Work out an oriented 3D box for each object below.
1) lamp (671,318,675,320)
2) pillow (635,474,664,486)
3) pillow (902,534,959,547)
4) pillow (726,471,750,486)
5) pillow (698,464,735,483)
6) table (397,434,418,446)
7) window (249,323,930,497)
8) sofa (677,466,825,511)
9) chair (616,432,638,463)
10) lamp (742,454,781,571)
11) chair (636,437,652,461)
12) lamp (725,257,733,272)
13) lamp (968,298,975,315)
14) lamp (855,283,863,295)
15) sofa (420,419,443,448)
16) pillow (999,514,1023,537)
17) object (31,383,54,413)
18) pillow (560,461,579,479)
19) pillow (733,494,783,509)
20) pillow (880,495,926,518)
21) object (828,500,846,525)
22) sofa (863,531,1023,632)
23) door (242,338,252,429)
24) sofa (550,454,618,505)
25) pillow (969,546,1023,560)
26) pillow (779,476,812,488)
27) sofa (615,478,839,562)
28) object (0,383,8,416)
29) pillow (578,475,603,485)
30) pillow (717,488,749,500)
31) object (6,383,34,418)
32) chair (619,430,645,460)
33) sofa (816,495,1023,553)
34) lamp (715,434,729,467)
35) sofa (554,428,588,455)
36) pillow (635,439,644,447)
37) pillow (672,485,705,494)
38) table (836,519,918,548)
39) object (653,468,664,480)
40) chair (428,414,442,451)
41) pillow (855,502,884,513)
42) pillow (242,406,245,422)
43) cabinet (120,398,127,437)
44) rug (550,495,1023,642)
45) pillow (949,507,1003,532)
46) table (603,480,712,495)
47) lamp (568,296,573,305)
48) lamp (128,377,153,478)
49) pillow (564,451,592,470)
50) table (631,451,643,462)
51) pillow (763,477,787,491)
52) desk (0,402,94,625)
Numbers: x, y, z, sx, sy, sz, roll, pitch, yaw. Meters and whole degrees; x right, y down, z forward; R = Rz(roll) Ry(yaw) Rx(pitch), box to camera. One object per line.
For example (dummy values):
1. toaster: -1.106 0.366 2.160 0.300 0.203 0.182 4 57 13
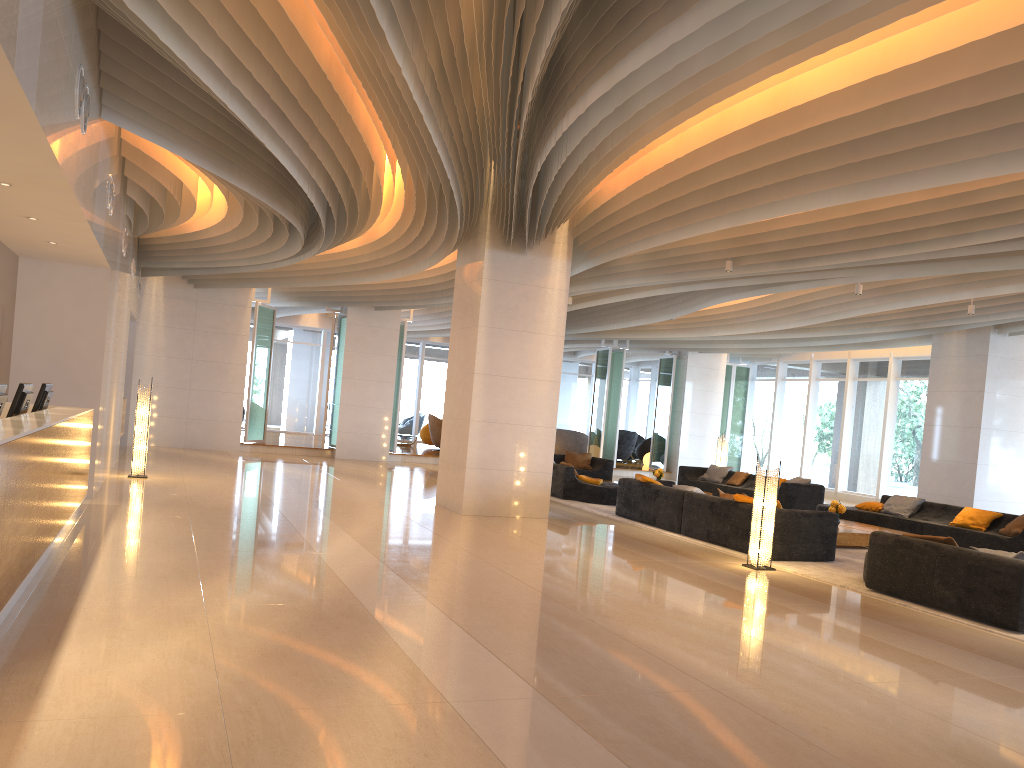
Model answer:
1. lamp: 3.204 -2.001 17.285 0.088 1.507 0.090 6 1 23
2. pillow: 2.074 1.518 12.873 0.547 0.378 0.638 5 -1 0
3. pillow: 3.913 1.553 8.085 0.402 0.392 0.597 5 -1 -19
4. pillow: 4.743 1.987 18.627 0.327 0.312 0.401 5 -1 -24
5. pillow: 4.460 1.961 19.408 0.558 0.378 0.626 6 -1 -44
6. table: -3.297 1.627 25.840 1.091 0.318 0.810 6 -2 -15
7. window: 7.880 0.806 16.389 53.469 3.222 22.556 4 -2 33
8. sofa: 4.778 2.139 18.171 0.955 0.582 3.724 6 -2 -21
9. chair: 3.287 1.942 27.757 1.114 1.006 1.548 5 -1 41
10. lamp: 2.652 1.344 9.330 0.254 1.199 0.246 5 1 -22
11. chair: 4.750 2.109 28.770 1.537 1.006 1.122 6 -1 -19
12. lamp: 2.908 -2.224 11.619 0.090 1.507 0.087 4 1 -31
13. lamp: 6.978 -1.797 13.340 0.090 1.507 0.087 4 1 -31
14. lamp: 4.949 -2.010 12.487 0.087 1.507 0.091 6 1 41
15. sofa: -1.552 1.528 26.888 2.608 0.901 1.090 6 -1 -32
16. pillow: 7.204 1.963 12.347 0.547 0.378 0.638 5 -1 0
17. object: -4.428 0.208 8.424 0.359 0.435 0.529 5 -1 -22
18. pillow: 1.040 1.536 15.571 0.333 0.311 0.418 5 -1 -20
19. pillow: 2.997 1.519 10.498 0.558 0.378 0.626 6 -1 -44
20. pillow: 6.308 2.014 14.404 0.468 0.417 0.655 5 -1 -22
21. object: 4.548 1.804 12.441 0.236 0.377 0.265 5 0 0
22. sofa: 4.203 1.745 8.233 1.374 0.577 2.221 6 -2 -22
23. door: -8.255 -0.026 26.884 1.479 2.773 0.059 5 1 -23
24. sofa: 1.486 1.780 17.392 2.864 0.654 5.017 6 -2 -21
25. pillow: 4.242 1.558 7.539 0.464 0.345 0.556 6 -1 -23
26. pillow: 5.383 1.961 17.033 0.547 0.378 0.638 5 -1 0
27. sofa: 2.644 1.723 11.742 0.955 0.582 3.724 6 -2 -21
28. object: -3.473 0.208 5.968 0.359 0.435 0.529 5 -1 -22
29. pillow: 1.363 1.662 15.379 0.407 0.136 0.420 5 -2 12
30. pillow: 2.833 1.547 11.118 0.450 0.410 0.593 5 -1 -20
31. object: -3.938 0.208 7.164 0.359 0.435 0.529 5 -1 -22
32. chair: 4.031 2.110 30.655 1.528 1.006 1.128 5 -1 -9
33. sofa: 6.379 2.124 13.580 1.371 0.583 4.083 6 -2 -23
34. lamp: 4.834 1.802 20.494 0.254 1.452 0.246 5 1 -22
35. sofa: 1.298 1.771 26.486 2.520 0.901 1.128 4 -1 27
36. pillow: 4.382 2.052 30.765 0.502 0.409 0.465 5 -1 5
37. pillow: 2.458 1.585 12.076 0.426 0.377 0.579 5 -1 -20
38. table: 4.630 2.116 12.599 1.623 0.220 1.578 6 -2 -22
39. object: 2.890 1.831 17.528 0.234 0.377 0.267 5 0 10
40. chair: -1.795 1.377 24.680 1.147 1.006 1.503 5 -1 -14
41. pillow: 6.018 2.058 14.843 0.440 0.193 0.597 4 -2 33
42. pillow: -7.166 0.769 21.149 1.541 1.006 1.119 6 -1 -24
43. cabinet: -7.259 0.569 15.872 0.567 0.662 1.489 5 -1 -21
44. rug: 4.505 2.229 12.899 5.589 0.022 15.994 6 -2 -21
45. pillow: 6.816 2.033 13.100 0.456 0.394 0.628 5 -1 -22
46. table: 2.786 2.115 17.343 1.623 0.220 1.578 6 -2 -22
47. lamp: 1.132 -2.218 16.414 0.088 1.507 0.090 6 1 23
48. lamp: -5.315 0.616 12.734 0.254 1.452 0.246 5 1 -22
49. pillow: 1.475 1.703 19.740 0.639 0.378 0.547 5 -1 0
50. table: 4.431 2.459 29.727 1.091 0.318 0.810 6 -2 -15
51. pillow: 5.182 1.988 17.499 0.326 0.312 0.402 5 -1 -20
52. desk: -3.596 0.736 5.939 0.910 1.050 6.577 5 -2 -21
